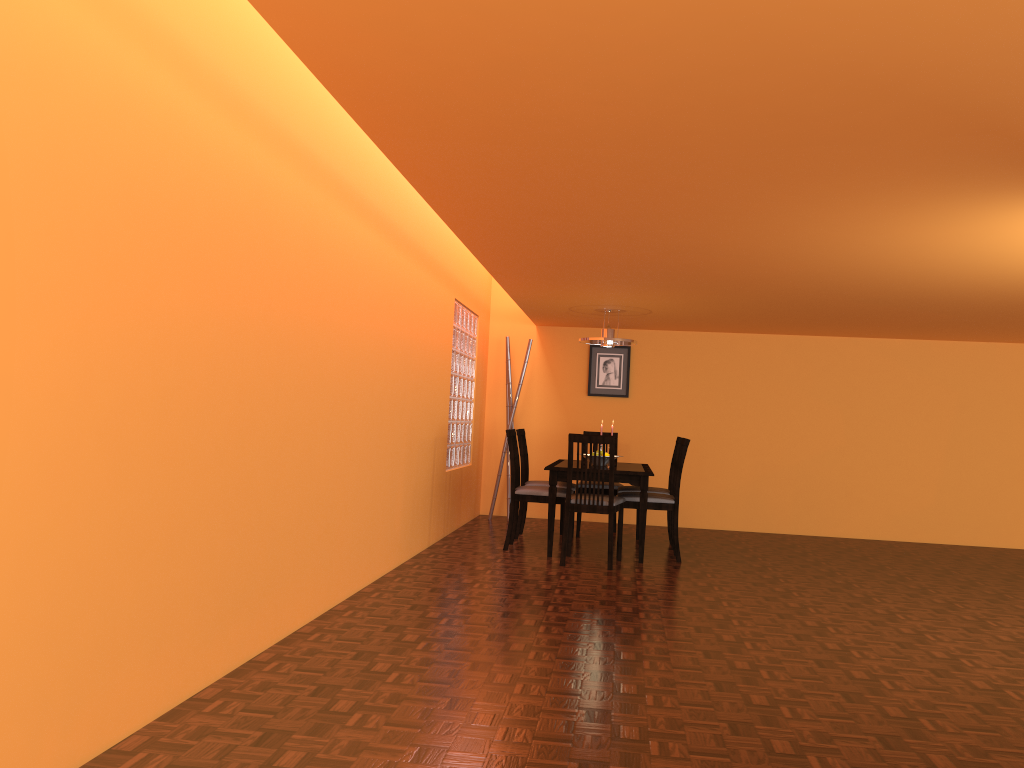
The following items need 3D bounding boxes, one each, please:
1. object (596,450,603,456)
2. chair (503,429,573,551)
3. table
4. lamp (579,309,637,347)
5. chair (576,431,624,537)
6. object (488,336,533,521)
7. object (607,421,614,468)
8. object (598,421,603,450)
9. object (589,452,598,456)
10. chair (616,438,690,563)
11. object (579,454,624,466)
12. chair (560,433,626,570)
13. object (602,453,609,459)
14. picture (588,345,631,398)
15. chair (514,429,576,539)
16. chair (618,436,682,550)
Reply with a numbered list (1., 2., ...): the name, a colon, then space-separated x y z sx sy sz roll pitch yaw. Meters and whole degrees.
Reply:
1. object: 0.621 0.501 6.277 0.069 0.066 0.069 2 -2 17
2. chair: 0.175 0.720 6.008 0.465 0.809 0.373 3 -2 7
3. table: 0.614 0.863 6.230 0.697 0.584 1.259 3 -2 7
4. lamp: 0.718 -0.413 6.597 0.435 0.274 0.435 2 -3 29
5. chair: 0.692 0.783 6.969 0.373 0.809 0.465 3 -2 2
6. object: -0.005 0.389 7.674 0.308 1.589 0.226 2 -3 29
7. object: 0.667 0.398 5.939 0.044 0.326 0.044 3 -2 -4
8. object: 0.651 0.419 6.487 0.044 0.326 0.044 3 -2 -4
9. object: 0.580 0.516 6.181 0.089 0.076 0.087 2 -2 13
10. chair: 0.934 0.753 5.909 0.465 0.809 0.373 3 -2 7
11. object: 0.612 0.533 6.203 0.337 0.072 0.337 4 -3 -26
12. chair: 0.502 0.717 5.520 0.373 0.809 0.465 2 -2 12
13. object: 0.645 0.497 6.114 0.046 0.046 0.055 3 -2 -10
14. picture: 0.859 -0.114 7.841 0.361 0.456 0.014 3 -2 7
15. chair: 0.247 0.745 6.579 0.465 0.809 0.373 3 -2 7
16. chair: 1.006 0.779 6.481 0.465 0.809 0.373 3 -2 7
